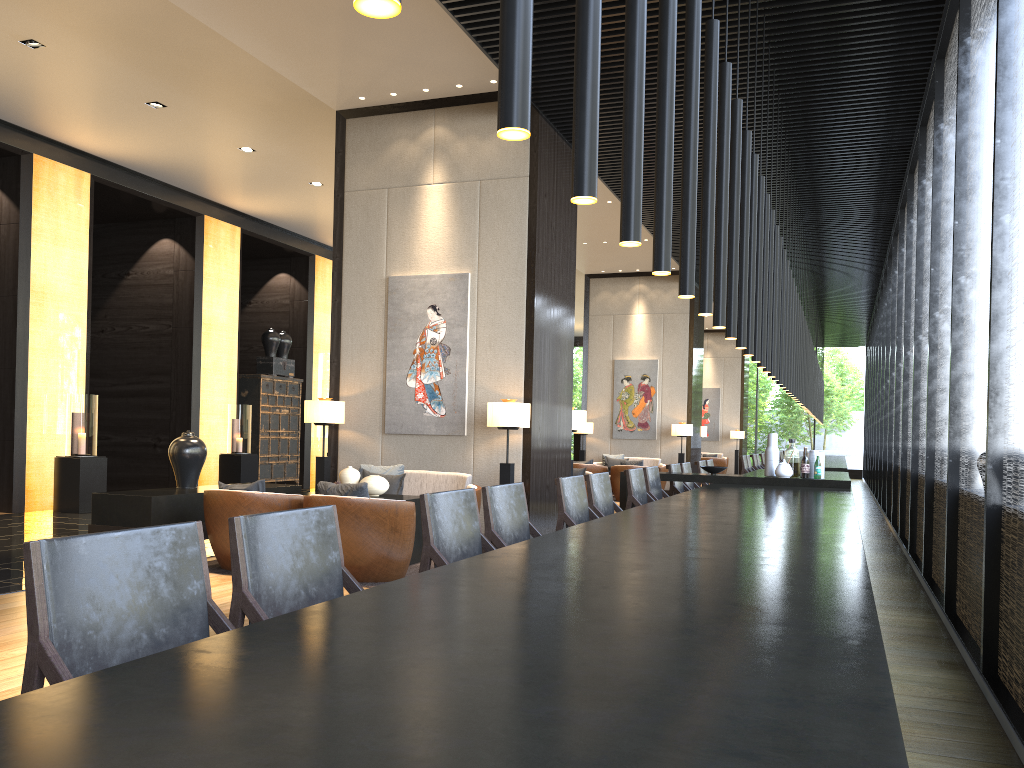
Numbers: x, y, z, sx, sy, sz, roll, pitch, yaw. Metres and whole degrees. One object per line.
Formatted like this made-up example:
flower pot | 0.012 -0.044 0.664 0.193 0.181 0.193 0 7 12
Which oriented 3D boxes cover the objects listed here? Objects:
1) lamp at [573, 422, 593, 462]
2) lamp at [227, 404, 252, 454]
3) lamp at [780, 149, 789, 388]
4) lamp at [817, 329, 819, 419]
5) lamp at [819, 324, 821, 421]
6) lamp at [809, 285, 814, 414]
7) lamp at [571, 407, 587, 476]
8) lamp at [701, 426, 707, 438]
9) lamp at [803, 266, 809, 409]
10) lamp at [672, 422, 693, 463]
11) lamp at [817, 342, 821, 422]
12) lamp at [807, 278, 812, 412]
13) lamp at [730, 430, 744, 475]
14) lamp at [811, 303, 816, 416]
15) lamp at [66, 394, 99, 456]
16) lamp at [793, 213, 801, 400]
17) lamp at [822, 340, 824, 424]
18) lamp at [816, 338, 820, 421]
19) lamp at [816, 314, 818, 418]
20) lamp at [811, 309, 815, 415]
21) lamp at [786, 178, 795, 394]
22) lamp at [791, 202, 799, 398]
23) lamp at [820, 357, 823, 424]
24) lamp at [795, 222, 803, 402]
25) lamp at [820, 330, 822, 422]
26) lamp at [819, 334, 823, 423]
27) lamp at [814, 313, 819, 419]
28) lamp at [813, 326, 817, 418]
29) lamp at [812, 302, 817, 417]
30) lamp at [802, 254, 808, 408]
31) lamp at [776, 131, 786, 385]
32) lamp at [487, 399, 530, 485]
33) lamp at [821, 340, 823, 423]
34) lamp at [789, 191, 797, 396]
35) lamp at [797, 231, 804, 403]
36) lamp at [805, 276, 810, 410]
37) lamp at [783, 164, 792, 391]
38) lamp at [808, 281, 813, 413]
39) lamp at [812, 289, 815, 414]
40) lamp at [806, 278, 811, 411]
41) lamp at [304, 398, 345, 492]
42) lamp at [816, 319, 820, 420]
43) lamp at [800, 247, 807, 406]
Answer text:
lamp | 1.336 1.372 16.743 0.374 1.351 0.375 1 0 39
lamp | -4.086 0.674 13.282 0.336 0.729 0.337 1 -1 26
lamp | 2.720 -1.171 8.792 0.060 2.420 0.060 1 0 16
lamp | 6.956 -0.404 20.137 0.060 2.420 0.060 1 0 -14
lamp | 7.491 -0.307 21.570 0.060 2.420 0.060 1 0 -14
lamp | 5.532 -0.662 16.321 0.060 2.420 0.060 1 0 -14
lamp | 0.590 0.926 9.423 0.375 1.351 0.375 1 0 10
lamp | 3.712 1.491 17.786 0.374 1.351 0.375 1 0 39
lamp | 4.693 -0.814 14.075 0.060 2.420 0.060 1 0 -14
lamp | 3.080 1.377 16.092 0.374 1.351 0.375 1 0 39
lamp | 7.671 -0.275 22.052 0.060 2.420 0.060 1 0 -14
lamp | 5.186 -0.724 15.396 0.060 2.420 0.060 1 0 -14
lamp | 6.225 1.946 24.517 0.375 1.351 0.374 2 0 -40
lamp | 6.056 -0.567 17.725 0.060 2.420 0.060 1 0 -14
lamp | -5.113 0.488 10.531 0.337 0.729 0.337 1 -1 -6
lamp | 3.621 -1.008 11.203 0.060 2.420 0.060 1 0 16
lamp | 8.731 -0.083 24.890 0.060 2.420 0.060 1 0 26
lamp | 7.313 -0.339 21.093 0.060 2.420 0.060 1 0 -14
lamp | 6.593 -0.470 19.163 0.060 2.420 0.060 1 0 -14
lamp | 5.875 -0.600 17.242 0.060 2.420 0.060 1 0 -14
lamp | 3.080 -1.106 9.754 0.060 2.420 0.060 1 0 16
lamp | 3.441 -1.040 10.722 0.060 2.420 0.060 1 0 16
lamp | 8.553 -0.115 24.414 0.060 2.420 0.060 1 0 26
lamp | 3.800 -0.975 11.684 0.060 2.420 0.060 1 0 16
lamp | 7.850 -0.242 22.532 0.060 2.420 0.060 1 0 -14
lamp | 8.205 -0.178 23.483 0.060 2.420 0.060 1 0 26
lamp | 6.776 -0.437 19.655 0.060 2.420 0.060 1 0 -14
lamp | 6.415 -0.502 18.687 0.060 2.420 0.060 1 0 -14
lamp | 6.236 -0.534 18.207 0.060 2.420 0.060 1 0 -14
lamp | 4.515 -0.846 13.599 0.060 2.420 0.060 1 0 -14
lamp | 2.540 -1.203 8.309 0.060 2.420 0.060 1 0 16
lamp | -0.042 0.812 7.729 0.375 1.351 0.374 2 0 -40
lamp | 8.374 -0.147 23.934 0.060 2.420 0.060 1 0 26
lamp | 3.257 -1.074 10.230 0.060 2.420 0.060 1 0 16
lamp | 3.978 -0.943 12.160 0.060 2.420 0.060 1 0 16
lamp | 4.870 -0.782 14.550 0.060 2.420 0.060 1 0 -14
lamp | 2.900 -1.138 9.273 0.060 2.420 0.060 1 0 16
lamp | 5.349 -0.695 15.832 0.060 2.420 0.060 1 0 -14
lamp | 5.675 -0.636 16.705 0.060 2.420 0.060 1 0 -14
lamp | 5.026 -0.753 14.968 0.060 2.420 0.060 1 0 -14
lamp | -1.787 0.808 8.380 0.375 1.347 0.375 1 0 -18
lamp | 7.135 -0.372 20.617 0.060 2.420 0.060 1 0 -14
lamp | 4.336 -0.878 13.119 0.060 2.420 0.060 1 0 16
